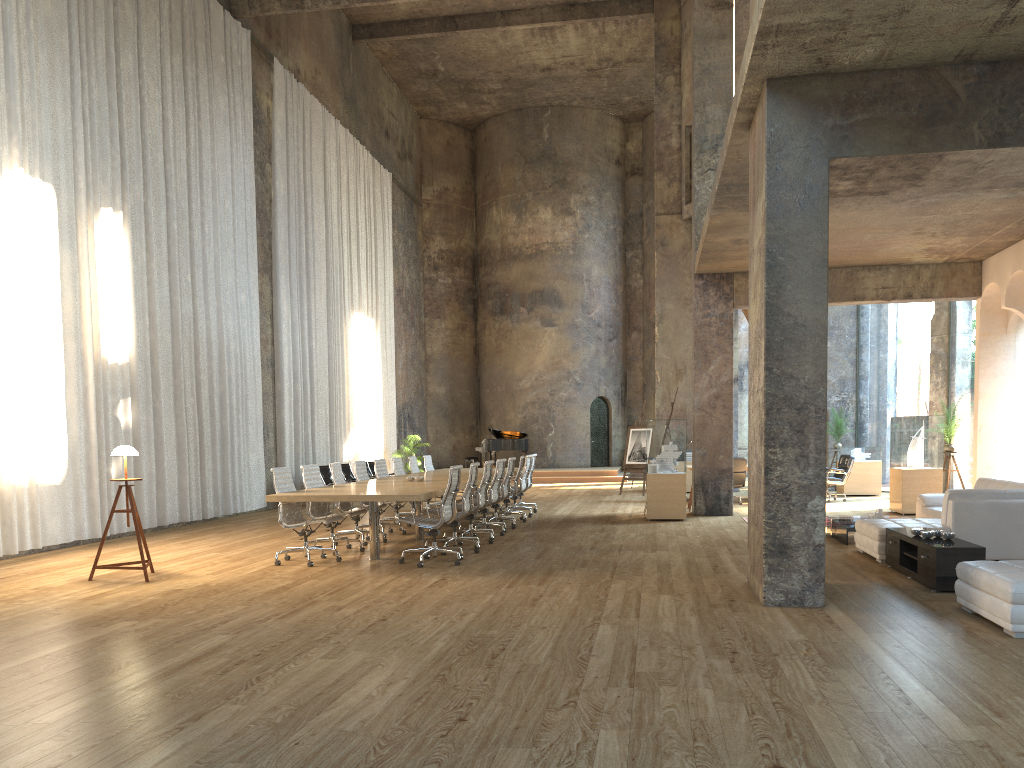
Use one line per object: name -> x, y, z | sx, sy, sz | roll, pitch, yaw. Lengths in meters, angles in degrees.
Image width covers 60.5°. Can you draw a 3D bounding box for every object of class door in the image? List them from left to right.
door -> 2.803, 1.551, 28.520 | 0.900, 2.312, 0.091 | -3, 5, -32

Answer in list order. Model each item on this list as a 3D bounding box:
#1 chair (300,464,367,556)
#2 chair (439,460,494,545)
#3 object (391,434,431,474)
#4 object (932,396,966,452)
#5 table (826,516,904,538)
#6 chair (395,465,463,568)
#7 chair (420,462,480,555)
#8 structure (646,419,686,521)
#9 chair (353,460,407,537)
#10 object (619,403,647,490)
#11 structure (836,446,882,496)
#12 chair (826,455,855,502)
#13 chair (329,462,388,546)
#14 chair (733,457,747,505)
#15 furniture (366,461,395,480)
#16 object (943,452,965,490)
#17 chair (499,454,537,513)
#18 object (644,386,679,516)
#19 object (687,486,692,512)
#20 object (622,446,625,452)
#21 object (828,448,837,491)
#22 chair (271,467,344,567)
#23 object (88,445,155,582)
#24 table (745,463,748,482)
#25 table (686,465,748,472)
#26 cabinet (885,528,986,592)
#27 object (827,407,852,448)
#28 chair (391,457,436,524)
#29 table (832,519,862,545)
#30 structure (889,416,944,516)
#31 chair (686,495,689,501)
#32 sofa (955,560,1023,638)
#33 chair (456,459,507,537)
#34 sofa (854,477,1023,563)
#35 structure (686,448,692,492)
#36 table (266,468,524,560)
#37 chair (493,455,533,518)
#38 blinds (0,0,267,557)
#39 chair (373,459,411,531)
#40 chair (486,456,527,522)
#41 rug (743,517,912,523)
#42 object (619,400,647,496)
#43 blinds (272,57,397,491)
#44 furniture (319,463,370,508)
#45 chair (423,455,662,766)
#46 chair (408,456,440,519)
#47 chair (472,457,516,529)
chair -> -2.078, 1.452, 10.264 | 0.699, 1.032, 0.662 | 0, 2, 18
chair -> -0.548, 1.476, 11.015 | 0.699, 1.032, 0.662 | 0, 2, 15
object -> -2.712, 2.096, 23.773 | 1.092, 1.466, 1.124 | -1, 1, 0
object -> 7.115, 0.639, 14.297 | 0.688, 0.945, 0.856 | -1, 1, 0
table -> 4.408, 1.789, 11.017 | 0.860, 0.248, 0.369 | -1, -1, 9
chair -> -0.845, 1.365, 9.177 | 0.699, 1.032, 0.662 | 0, 2, 15
chair -> -0.692, 1.421, 10.111 | 0.699, 1.032, 0.662 | -1, 2, 13
structure -> 2.400, 1.337, 13.698 | 0.594, 1.558, 0.738 | 0, 3, 9
chair -> -1.804, 1.559, 12.028 | 0.699, 1.032, 0.662 | 0, 2, 15
object -> 3.064, 1.544, 21.513 | 0.683, 2.161, 0.697 | 2, 4, 35
structure -> 7.240, 1.819, 18.349 | 0.735, 1.021, 0.739 | -1, 1, 9
chair -> 6.096, 1.807, 16.886 | 0.821, 0.898, 0.726 | -1, 1, 4
chair -> -1.941, 1.503, 11.107 | 0.699, 1.032, 0.662 | -1, 2, 9
chair -> 4.016, 1.815, 16.498 | 0.729, 0.898, 0.818 | -1, 1, 3
furniture -> -2.915, 2.183, 20.264 | 0.708, 0.845, 1.866 | -1, -2, 9
object -> 7.068, 1.594, 14.370 | 0.657, 0.979, 0.568 | -2, 2, -27
chair -> 0.119, 1.740, 15.388 | 0.699, 1.032, 0.662 | 0, 2, 15
object -> 2.517, 1.117, 14.560 | 0.685, 2.161, 0.696 | 0, 3, 8
object -> 3.344, 1.555, 15.264 | 0.571, 1.306, 0.654 | 0, 3, 9
object -> 4.044, 2.377, 28.801 | 0.912, 0.997, 0.903 | -1, 1, 20
object -> 7.262, 1.905, 19.367 | 0.656, 0.979, 0.570 | -3, 3, -45
chair -> -2.186, 1.400, 9.408 | 0.699, 1.032, 0.662 | 0, 2, 15
object -> -3.626, 1.232, 8.388 | 0.569, 1.306, 0.655 | 2, 4, 42
table -> 5.442, 2.390, 23.294 | 1.871, 0.549, 0.938 | -1, -2, 9
table -> 4.627, 1.940, 17.134 | 2.410, 0.704, 1.101 | -1, -1, 9
cabinet -> 3.689, 1.534, 7.779 | 0.396, 0.371, 1.557 | -1, -3, 9
object -> 7.106, 0.959, 19.401 | 0.859, 0.946, 0.684 | -1, 1, 12
chair -> -1.521, 1.664, 13.781 | 0.699, 1.032, 0.662 | 0, 2, 15
table -> 4.350, 1.789, 10.655 | 0.790, 0.203, 1.107 | -1, -3, 9
structure -> 6.420, 1.291, 13.974 | 0.594, 1.558, 0.738 | 0, 3, 9
chair -> 3.093, 1.885, 17.387 | 0.821, 0.898, 0.726 | -1, 1, 5
sofa -> 4.171, 1.224, 5.774 | 2.068, 0.726, 1.067 | -1, -1, 9
chair -> -0.408, 1.529, 11.901 | 0.699, 1.032, 0.662 | 0, 2, 18
sofa -> 4.839, 1.472, 9.914 | 2.064, 0.725, 2.919 | -1, -3, 9
structure -> 4.075, 1.984, 20.187 | 0.743, 1.021, 0.731 | -1, 2, 9
table -> -1.058, 1.706, 12.481 | 1.601, 0.762, 7.690 | -1, -4, 9
chair -> 0.016, 1.687, 14.531 | 0.699, 1.032, 0.662 | 0, 2, 18
blinds -> -5.281, -2.251, 12.376 | 0.275, 8.697, 7.793 | 0, 1, 10
chair -> -1.662, 1.611, 12.895 | 0.699, 1.032, 0.662 | 0, 2, 18
chair -> -0.111, 1.636, 13.686 | 0.699, 1.032, 0.662 | -1, 2, 9
rug -> 4.696, 2.016, 12.870 | 2.463, 0.009, 1.342 | -1, -4, 9
object -> 2.868, 1.430, 19.635 | 0.700, 2.161, 0.681 | 2, 5, 41
blinds -> -3.907, -1.738, 20.891 | 0.275, 8.697, 7.793 | 0, 1, 10
furniture -> -3.295, 2.042, 17.912 | 0.708, 0.845, 1.866 | -1, -2, 9
chair -> 1.568, 1.706, 15.106 | 12.953, 1.037, 31.407 | -1, -4, 9
chair -> -1.377, 1.719, 14.685 | 0.699, 1.032, 0.662 | -1, 2, 13
chair -> -0.265, 1.581, 12.768 | 0.699, 1.032, 0.662 | 0, 2, 15
